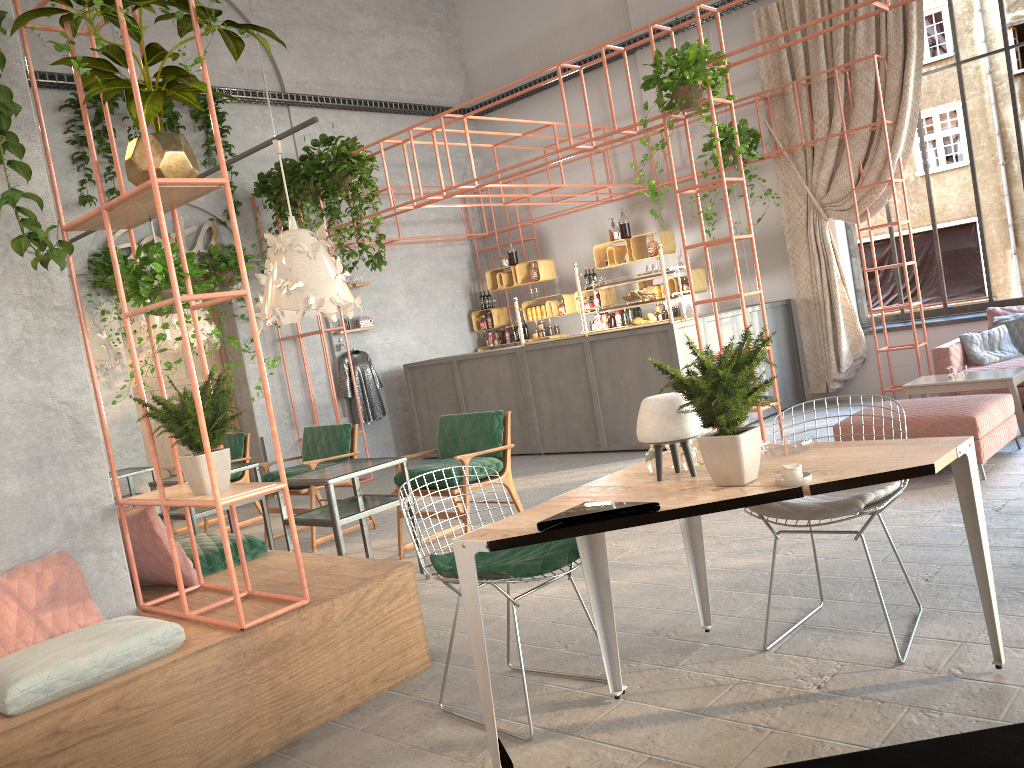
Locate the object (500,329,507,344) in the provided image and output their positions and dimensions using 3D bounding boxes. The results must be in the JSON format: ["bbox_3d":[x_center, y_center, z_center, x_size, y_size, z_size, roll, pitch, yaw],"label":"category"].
[{"bbox_3d":[-0.121,-0.674,12.508,0.073,0.219,0.105,-13,5,-40],"label":"object"}]

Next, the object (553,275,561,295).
[{"bbox_3d":[0.604,-1.320,11.896,0.075,0.273,0.075,-9,4,10],"label":"object"}]

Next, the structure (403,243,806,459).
[{"bbox_3d":[0.977,-0.404,10.868,4.057,2.022,2.579,-6,5,43],"label":"structure"}]

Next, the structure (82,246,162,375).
[{"bbox_3d":[-4.192,-0.863,9.200,0.921,1.527,0.950,-11,4,-13],"label":"structure"}]

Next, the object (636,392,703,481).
[{"bbox_3d":[0.581,0.195,3.247,0.241,0.313,0.241,-10,4,-2],"label":"object"}]

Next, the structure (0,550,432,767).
[{"bbox_3d":[-3.992,1.665,4.507,5.831,0.500,4.386,-6,5,43],"label":"structure"}]

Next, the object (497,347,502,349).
[{"bbox_3d":[-0.160,-0.413,12.811,0.074,0.243,0.254,-11,4,-16],"label":"object"}]

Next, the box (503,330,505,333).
[{"bbox_3d":[-0.139,-0.712,12.666,0.122,0.093,0.058,-6,5,43],"label":"box"}]

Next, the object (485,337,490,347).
[{"bbox_3d":[-0.350,-0.604,12.734,0.073,0.131,0.073,-11,4,-22],"label":"object"}]

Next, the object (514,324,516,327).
[{"bbox_3d":[0.051,-0.722,12.544,0.094,0.248,0.072,-6,5,43],"label":"object"}]

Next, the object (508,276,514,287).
[{"bbox_3d":[0.006,-1.420,12.276,0.141,0.142,0.123,-6,5,43],"label":"object"}]

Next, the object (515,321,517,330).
[{"bbox_3d":[0.079,-0.740,12.431,0.074,0.287,0.072,-11,4,-15],"label":"object"}]

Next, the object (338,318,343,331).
[{"bbox_3d":[-2.163,-0.745,11.141,0.055,0.164,0.092,-12,4,-28],"label":"object"}]

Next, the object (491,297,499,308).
[{"bbox_3d":[-0.244,-1.163,12.719,0.115,0.147,0.115,-10,4,-2],"label":"object"}]

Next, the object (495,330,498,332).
[{"bbox_3d":[-0.204,-0.673,12.777,0.070,0.209,0.070,-8,4,26],"label":"object"}]

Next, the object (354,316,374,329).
[{"bbox_3d":[-1.908,-0.794,11.399,0.129,0.149,0.219,-6,5,43],"label":"object"}]

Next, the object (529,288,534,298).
[{"bbox_3d":[0.274,-1.216,12.051,0.083,0.159,0.083,-13,5,-37],"label":"object"}]

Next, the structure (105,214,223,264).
[{"bbox_3d":[-3.783,-1.586,9.641,0.063,0.505,1.312,-6,5,43],"label":"structure"}]

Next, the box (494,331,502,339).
[{"bbox_3d":[-0.195,-0.699,12.614,0.058,0.093,0.122,-13,5,-35],"label":"box"}]

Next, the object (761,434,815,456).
[{"bbox_3d":[1.037,0.233,3.362,0.218,0.041,0.218,-13,5,-38],"label":"object"}]

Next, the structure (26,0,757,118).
[{"bbox_3d":[-0.205,-3.390,2.682,15.203,0.110,15.603,-6,5,43],"label":"structure"}]

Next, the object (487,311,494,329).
[{"bbox_3d":[-0.298,-0.917,12.622,0.094,0.248,0.072,-6,5,43],"label":"object"}]

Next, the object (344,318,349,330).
[{"bbox_3d":[-2.104,-0.751,11.175,0.063,0.151,0.063,-8,4,29],"label":"object"}]

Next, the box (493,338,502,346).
[{"bbox_3d":[-0.203,-0.601,12.589,0.122,0.093,0.058,-6,5,43],"label":"box"}]

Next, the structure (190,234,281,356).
[{"bbox_3d":[-3.338,-1.058,10.190,0.921,1.527,0.950,-7,5,42],"label":"structure"}]

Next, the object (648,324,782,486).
[{"bbox_3d":[0.712,0.072,2.949,0.368,0.527,0.438,-6,5,43],"label":"object"}]

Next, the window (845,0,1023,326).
[{"bbox_3d":[5.035,-3.556,8.627,4.127,5.538,0.089,-6,5,43],"label":"window"}]

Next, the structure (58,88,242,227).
[{"bbox_3d":[-3.846,-2.419,9.517,0.856,1.514,1.939,-7,5,37],"label":"structure"}]

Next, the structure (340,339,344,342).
[{"bbox_3d":[-2.152,-0.555,11.205,0.019,0.044,0.066,-6,5,43],"label":"structure"}]

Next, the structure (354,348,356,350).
[{"bbox_3d":[-2.007,-0.435,11.348,0.019,0.044,0.066,-6,5,43],"label":"structure"}]

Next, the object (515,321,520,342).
[{"bbox_3d":[0.088,-0.735,12.311,0.066,0.291,0.066,-8,4,27],"label":"object"}]

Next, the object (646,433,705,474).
[{"bbox_3d":[0.625,0.249,3.403,0.210,0.154,0.165,-8,4,33],"label":"object"}]

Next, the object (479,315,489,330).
[{"bbox_3d":[-0.399,-0.881,12.740,0.131,0.207,0.131,-10,4,-2],"label":"object"}]

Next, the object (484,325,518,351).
[{"bbox_3d":[-0.166,-0.543,12.598,0.084,0.529,0.711,-14,5,-44],"label":"object"}]

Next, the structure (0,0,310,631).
[{"bbox_3d":[-2.695,-0.593,2.452,14.096,4.345,4.501,-7,5,42],"label":"structure"}]

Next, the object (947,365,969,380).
[{"bbox_3d":[3.585,-0.064,7.187,0.199,0.145,0.156,-12,4,-32],"label":"object"}]

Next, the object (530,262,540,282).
[{"bbox_3d":[0.312,-1.519,12.057,0.137,0.261,0.137,-11,4,-11],"label":"object"}]

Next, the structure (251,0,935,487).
[{"bbox_3d":[3.591,-1.417,6.883,14.689,4.247,4.157,-6,5,43],"label":"structure"}]

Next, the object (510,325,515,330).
[{"bbox_3d":[0.008,-0.710,12.488,0.094,0.248,0.072,-6,5,43],"label":"object"}]

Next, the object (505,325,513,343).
[{"bbox_3d":[-0.042,-0.698,12.437,0.094,0.248,0.072,-6,5,43],"label":"object"}]

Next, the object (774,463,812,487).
[{"bbox_3d":[0.894,0.282,2.828,0.115,0.078,0.115,-13,5,-41],"label":"object"}]

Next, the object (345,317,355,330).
[{"bbox_3d":[-2.057,-0.790,11.241,0.081,0.204,0.081,-6,5,44],"label":"object"}]

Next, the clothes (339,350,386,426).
[{"bbox_3d":[-1.900,0.055,11.284,0.366,0.997,0.625,-8,4,23],"label":"clothes"}]

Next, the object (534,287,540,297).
[{"bbox_3d":[0.340,-1.223,11.989,0.083,0.159,0.083,-13,5,-37],"label":"object"}]

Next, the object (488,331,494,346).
[{"bbox_3d":[-0.301,-0.648,12.665,0.070,0.209,0.070,-7,4,33],"label":"object"}]

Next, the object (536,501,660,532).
[{"bbox_3d":[0.317,0.410,2.725,0.427,0.031,0.268,-6,5,43],"label":"object"}]

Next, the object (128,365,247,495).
[{"bbox_3d":[-1.302,0.199,3.685,0.368,0.527,0.438,-6,5,43],"label":"object"}]
